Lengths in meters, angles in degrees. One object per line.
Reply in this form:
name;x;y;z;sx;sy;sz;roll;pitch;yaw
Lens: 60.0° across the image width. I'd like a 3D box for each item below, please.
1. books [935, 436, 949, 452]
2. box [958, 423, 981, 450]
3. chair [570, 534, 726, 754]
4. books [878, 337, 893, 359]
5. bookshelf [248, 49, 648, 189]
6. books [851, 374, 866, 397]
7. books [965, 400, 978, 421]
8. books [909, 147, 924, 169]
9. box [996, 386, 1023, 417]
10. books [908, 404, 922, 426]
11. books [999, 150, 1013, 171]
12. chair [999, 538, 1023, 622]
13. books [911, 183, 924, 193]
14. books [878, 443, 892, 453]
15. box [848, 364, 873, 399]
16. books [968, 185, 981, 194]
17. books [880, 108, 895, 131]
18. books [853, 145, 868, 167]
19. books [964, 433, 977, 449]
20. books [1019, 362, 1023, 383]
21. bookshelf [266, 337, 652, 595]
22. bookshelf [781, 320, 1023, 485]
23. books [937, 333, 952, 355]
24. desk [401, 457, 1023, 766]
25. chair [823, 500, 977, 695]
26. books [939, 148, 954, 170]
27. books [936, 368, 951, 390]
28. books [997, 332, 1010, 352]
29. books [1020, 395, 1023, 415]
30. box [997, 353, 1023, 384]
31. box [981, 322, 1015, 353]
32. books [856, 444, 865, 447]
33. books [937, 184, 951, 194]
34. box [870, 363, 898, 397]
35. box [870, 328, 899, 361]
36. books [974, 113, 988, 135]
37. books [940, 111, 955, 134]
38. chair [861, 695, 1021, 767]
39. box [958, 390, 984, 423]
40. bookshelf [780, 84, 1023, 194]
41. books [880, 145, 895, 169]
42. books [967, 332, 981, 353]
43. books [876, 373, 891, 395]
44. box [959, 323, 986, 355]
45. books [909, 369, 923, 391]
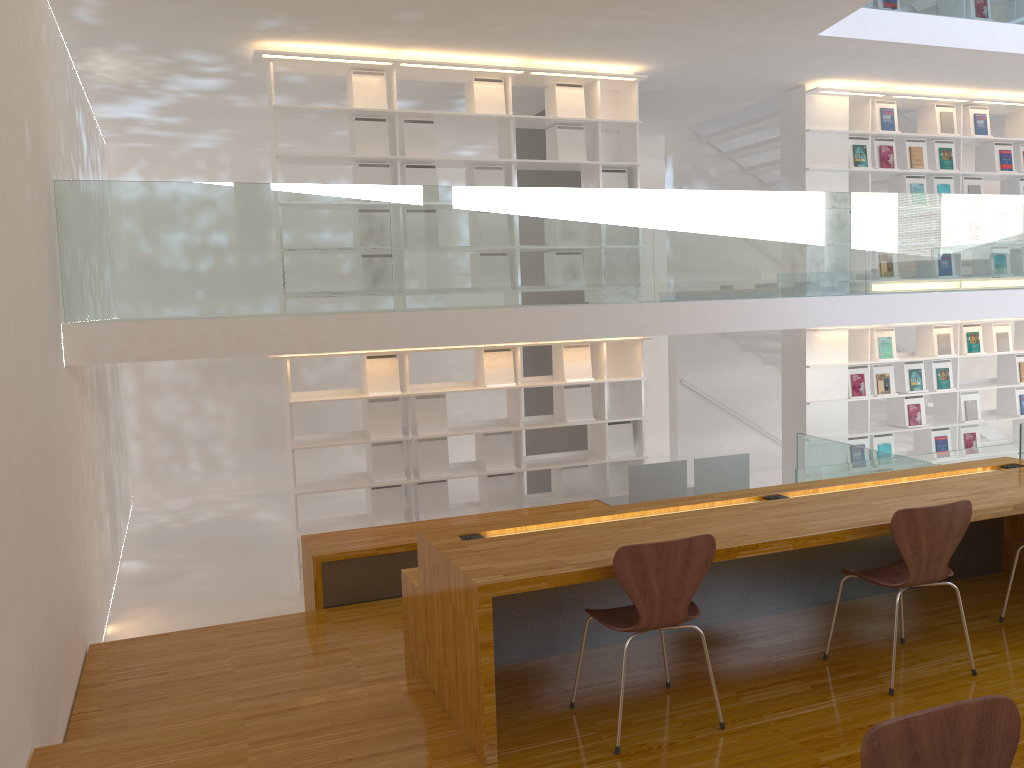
books;4.146;0.608;8.550;0.145;0.210;0.037;-4;6;-21
box;4.465;0.538;8.778;0.245;0.296;0.274;-4;6;-21
chair;0.464;0.848;3.137;0.428;0.693;0.381;-4;6;-21
books;3.461;-0.330;8.210;0.145;0.210;0.037;-4;6;-21
bookshelf;-0.388;-1.500;6.755;2.984;1.836;0.498;-4;6;-21
books;3.176;0.015;8.132;0.145;0.210;0.037;-4;6;-21
books;4.482;0.266;8.648;0.145;0.210;0.037;-4;6;-21
books;3.731;-2.081;8.176;0.145;0.210;0.037;-4;6;-21
box;5.125;0.165;9.000;0.245;0.296;0.274;-4;6;-21
books;3.815;0.297;8.399;0.145;0.210;0.037;-4;6;-21
books;4.774;-2.155;8.568;0.145;0.210;0.037;-4;6;-21
chair;2.430;0.718;3.835;0.428;0.693;0.381;-4;6;-21
books;3.758;-1.751;8.209;0.145;0.210;0.037;-4;6;-21
books;3.497;0.662;8.303;0.145;0.210;0.037;-4;6;-21
box;3.157;-0.029;8.233;0.245;0.296;0.274;-4;6;-21
books;4.416;-1.791;8.457;0.145;0.210;0.037;-4;6;-21
books;3.399;-2.389;8.021;0.145;0.210;0.037;-4;6;-21
books;3.122;-2.037;7.948;0.145;0.210;0.037;-4;6;-21
books;4.490;0.586;8.680;0.145;0.210;0.037;-4;6;-21
books;5.135;-0.115;8.869;0.145;0.210;0.037;-4;6;-21
bookshelf;-0.320;0.551;6.946;2.984;1.836;0.498;-4;6;-21
bookshelf;4.301;0.232;8.742;3.666;1.836;0.397;-4;6;-21
books;4.126;-0.375;8.460;0.145;0.210;0.037;-4;6;-21
desk;1.187;0.946;4.035;3.236;0.918;1.285;-4;6;-21
chair;1.523;0.780;3.494;0.428;0.693;0.381;-4;6;-21
books;4.065;-2.103;8.298;0.145;0.210;0.037;-4;6;-21
books;4.130;-0.046;8.488;0.145;0.210;0.037;-4;6;-21
books;4.836;-0.403;8.729;0.145;0.210;0.037;-4;6;-21
books;5.162;0.211;8.903;0.145;0.210;0.037;-4;6;-21
box;5.113;-0.161;8.969;0.245;0.296;0.274;-4;6;-21
box;1.650;1.487;7.773;7.125;3.764;0.498;-4;6;-21
books;3.209;0.669;8.194;0.145;0.210;0.037;-4;6;-21
books;4.060;-1.774;8.326;0.145;0.210;0.037;-4;6;-21
box;3.436;-0.048;8.351;0.245;0.296;0.274;-4;6;-21
box;3.430;-0.375;8.309;0.245;0.296;0.274;-4;6;-21
books;4.453;-2.461;8.417;0.145;0.210;0.037;-4;6;-21
books;4.060;-2.432;8.270;0.145;0.210;0.037;-4;6;-21
chair;0.889;0.980;1.564;0.428;0.693;0.381;-4;6;-21
box;4.449;0.212;8.745;0.245;0.296;0.274;-4;6;-21
bookshelf;4.251;-1.815;8.504;3.666;1.836;0.498;-4;6;-21
books;3.407;-2.060;8.054;0.145;0.210;0.037;-4;6;-21
books;4.472;-0.398;8.591;0.145;0.210;0.037;-4;6;-21
books;3.459;0.010;8.250;0.145;0.210;0.037;-4;6;-21
box;4.442;-0.444;8.690;0.245;0.296;0.274;-4;6;-21
books;3.813;-0.036;8.373;0.145;0.210;0.037;-4;6;-21
